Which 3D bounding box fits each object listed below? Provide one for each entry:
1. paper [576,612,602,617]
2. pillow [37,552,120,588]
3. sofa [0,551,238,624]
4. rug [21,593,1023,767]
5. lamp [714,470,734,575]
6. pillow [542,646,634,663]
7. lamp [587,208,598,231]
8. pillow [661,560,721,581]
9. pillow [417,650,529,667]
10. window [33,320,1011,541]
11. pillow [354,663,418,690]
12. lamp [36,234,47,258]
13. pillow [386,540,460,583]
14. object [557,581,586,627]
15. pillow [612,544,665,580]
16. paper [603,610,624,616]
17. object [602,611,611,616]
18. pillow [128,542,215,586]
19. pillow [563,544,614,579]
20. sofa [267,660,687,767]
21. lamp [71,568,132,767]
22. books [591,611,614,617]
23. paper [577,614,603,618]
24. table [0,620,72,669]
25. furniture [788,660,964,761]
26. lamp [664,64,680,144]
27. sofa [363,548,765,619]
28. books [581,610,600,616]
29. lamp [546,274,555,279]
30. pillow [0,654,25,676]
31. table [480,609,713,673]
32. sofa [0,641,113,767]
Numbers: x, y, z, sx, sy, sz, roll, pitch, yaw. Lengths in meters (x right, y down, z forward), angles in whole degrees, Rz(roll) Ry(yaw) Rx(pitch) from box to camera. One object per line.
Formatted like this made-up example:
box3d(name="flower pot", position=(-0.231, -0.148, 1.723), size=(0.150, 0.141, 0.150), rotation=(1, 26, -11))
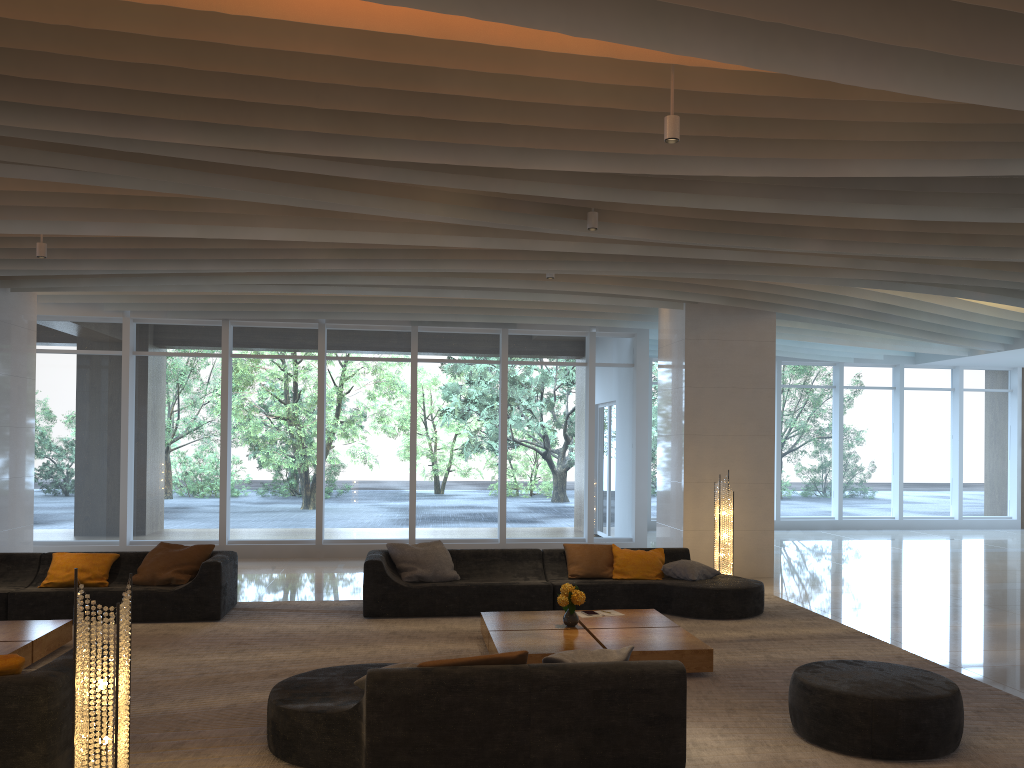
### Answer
box3d(name="paper", position=(0.676, 2.046, 7.883), size=(0.187, 0.001, 0.254), rotation=(2, -4, -15))
box3d(name="pillow", position=(-4.255, 1.862, 8.711), size=(0.640, 0.394, 0.448), rotation=(1, -2, -9))
box3d(name="sofa", position=(-4.840, 1.949, 8.397), size=(4.167, 0.582, 1.346), rotation=(1, -3, -10))
box3d(name="rug", position=(-4.699, 2.118, 6.451), size=(16.298, 0.022, 5.494), rotation=(1, -4, -9))
box3d(name="lamp", position=(2.522, 1.749, 10.561), size=(0.251, 1.449, 0.249), rotation=(1, -1, -8))
box3d(name="pillow", position=(0.414, 1.619, 5.023), size=(0.567, 0.344, 0.455), rotation=(1, -3, -9))
box3d(name="lamp", position=(0.668, -2.017, 7.271), size=(0.087, 1.505, 0.090), rotation=(0, -1, 37))
box3d(name="pillow", position=(1.922, 2.008, 9.520), size=(0.432, 0.209, 0.597), rotation=(-2, -4, 42))
box3d(name="pillow", position=(-0.209, 1.605, 4.819), size=(0.607, 0.391, 0.396), rotation=(1, -2, -6))
box3d(name="window", position=(-7.194, 0.507, 10.340), size=(55.455, 3.217, 21.785), rotation=(4, -5, -42))
box3d(name="pillow", position=(-0.570, 1.647, 4.942), size=(0.422, 0.246, 0.478), rotation=(-1, -3, 28))
box3d(name="lamp", position=(-4.570, -1.983, 8.637), size=(0.090, 1.505, 0.088), rotation=(1, -1, -17))
box3d(name="pillow", position=(-0.932, 1.859, 9.304), size=(0.648, 0.377, 0.539), rotation=(2, -3, -30))
box3d(name="object", position=(0.488, 1.821, 7.347), size=(0.237, 0.376, 0.265), rotation=(1, -2, -6))
box3d(name="pillow", position=(1.367, 1.944, 9.571), size=(0.607, 0.402, 0.475), rotation=(1, -2, -1))
box3d(name="paper", position=(0.874, 2.052, 7.945), size=(0.188, 0.001, 0.254), rotation=(2, -4, -21))
box3d(name="object", position=(0.823, 2.043, 7.926), size=(0.107, 0.014, 0.178), rotation=(2, -4, -26))
box3d(name="pillow", position=(-3.417, 1.807, 8.923), size=(0.633, 0.377, 0.553), rotation=(0, -3, 14))
box3d(name="pillow", position=(0.861, 1.922, 9.553), size=(0.579, 0.374, 0.368), rotation=(1, -2, -9))
box3d(name="sofa", position=(-0.264, 1.786, 5.144), size=(2.263, 0.576, 1.350), rotation=(1, -3, -8))
box3d(name="lamp", position=(-1.778, 1.386, 3.847), size=(0.251, 1.197, 0.249), rotation=(1, -1, -8))
box3d(name="books", position=(0.775, 2.044, 7.901), size=(0.215, 0.011, 0.179), rotation=(3, -4, -27))
box3d(name="paper", position=(0.672, 2.046, 7.879), size=(0.199, 0.001, 0.261), rotation=(2, -4, -16))
box3d(name="table", position=(-4.376, 2.012, 6.500), size=(1.608, 0.220, 1.596), rotation=(1, -4, -8))
box3d(name="furniture", position=(2.171, 1.933, 5.327), size=(0.983, 0.364, 0.986), rotation=(1, -3, 2))
box3d(name="lamp", position=(0.932, -2.155, 5.133), size=(0.087, 1.505, 0.090), rotation=(0, -1, 37))
box3d(name="sofa", position=(0.544, 2.071, 9.361), size=(4.186, 0.582, 1.339), rotation=(1, -3, -2))
box3d(name="books", position=(0.694, 2.038, 7.893), size=(0.113, 0.011, 0.180), rotation=(2, -4, -17))
box3d(name="lamp", position=(0.417, -1.876, 9.446), size=(0.087, 1.505, 0.090), rotation=(0, -1, 37))
box3d(name="pillow", position=(-2.810, 1.517, 4.438), size=(0.648, 0.377, 0.539), rotation=(2, -3, -30))
box3d(name="table", position=(0.608, 2.116, 7.264), size=(1.608, 0.220, 1.596), rotation=(1, -4, -8))
box3d(name="sofa", position=(-4.111, 1.691, 4.373), size=(3.795, 0.582, 0.938), rotation=(1, -3, -9))
